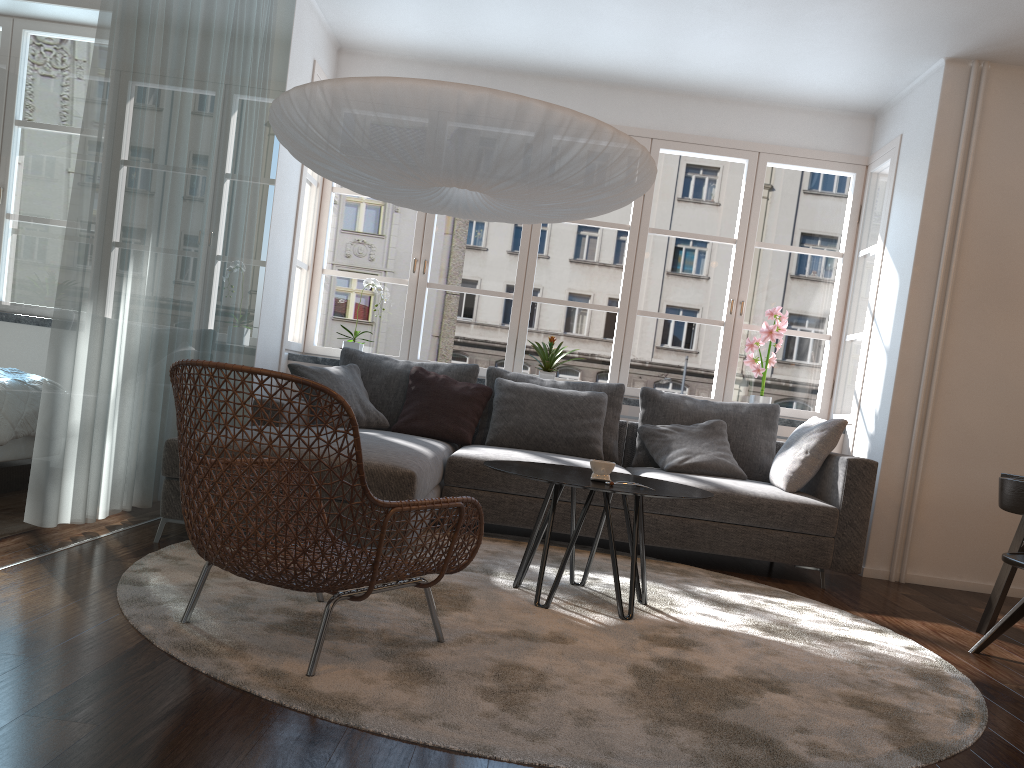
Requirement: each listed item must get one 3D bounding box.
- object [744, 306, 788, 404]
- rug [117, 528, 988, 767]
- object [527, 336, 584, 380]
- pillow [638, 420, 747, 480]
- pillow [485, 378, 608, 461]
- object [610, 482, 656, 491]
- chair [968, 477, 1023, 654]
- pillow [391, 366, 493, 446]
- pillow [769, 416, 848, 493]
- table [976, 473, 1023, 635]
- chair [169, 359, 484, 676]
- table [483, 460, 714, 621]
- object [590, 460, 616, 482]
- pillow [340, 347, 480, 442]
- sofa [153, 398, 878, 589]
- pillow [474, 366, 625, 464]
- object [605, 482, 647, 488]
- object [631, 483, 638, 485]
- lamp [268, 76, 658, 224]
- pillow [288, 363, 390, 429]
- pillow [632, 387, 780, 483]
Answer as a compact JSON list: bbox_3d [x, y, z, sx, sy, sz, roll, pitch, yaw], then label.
[{"bbox_3d":[1.585,-0.146,5.565,0.201,0.693,0.295,6,3,-20],"label":"object"},{"bbox_3d":[0.123,0.791,3.197,2.845,0.012,2.824,8,-1,-19],"label":"rug"},{"bbox_3d":[0.262,-0.139,5.587,0.377,0.329,0.320,7,2,-24],"label":"object"},{"bbox_3d":[0.999,0.339,4.897,0.493,0.322,0.442,7,1,-17],"label":"pillow"},{"bbox_3d":[0.206,0.200,5.017,0.666,0.399,0.291,8,2,1],"label":"pillow"},{"bbox_3d":[0.413,0.347,3.008,0.168,0.015,0.014,8,1,-12],"label":"object"},{"bbox_3d":[1.969,0.702,3.111,0.519,0.673,0.591,8,2,0],"label":"chair"},{"bbox_3d":[-0.390,0.121,5.003,0.521,0.405,0.310,8,2,3],"label":"pillow"},{"bbox_3d":[1.521,0.364,4.667,0.286,0.416,0.493,8,1,0],"label":"pillow"},{"bbox_3d":[2.526,0.764,2.497,1.106,0.681,2.496,8,0,1],"label":"table"},{"bbox_3d":[-0.528,0.331,2.371,0.714,0.712,0.687,8,2,34],"label":"chair"},{"bbox_3d":[0.284,0.579,3.277,0.846,0.474,0.846,8,0,4],"label":"table"},{"bbox_3d":[0.312,0.308,3.109,0.091,0.069,0.139,8,0,13],"label":"object"},{"bbox_3d":[-0.636,0.066,5.162,0.836,0.480,0.274,8,2,1],"label":"pillow"},{"bbox_3d":[0.216,0.485,4.302,3.066,0.674,2.036,8,0,1],"label":"sofa"},{"bbox_3d":[0.227,0.179,5.158,0.839,0.477,0.276,8,2,1],"label":"pillow"},{"bbox_3d":[0.395,0.345,3.047,0.164,0.016,0.025,8,0,-24],"label":"object"},{"bbox_3d":[0.405,0.350,3.104,0.124,0.010,0.026,8,0,-33],"label":"object"},{"bbox_3d":[-0.189,-0.807,3.404,1.462,0.210,1.474,7,-1,38],"label":"lamp"},{"bbox_3d":[-0.947,0.058,4.869,0.344,0.361,0.517,9,1,41],"label":"pillow"},{"bbox_3d":[1.132,0.301,5.131,0.836,0.479,0.274,8,2,1],"label":"pillow"}]
